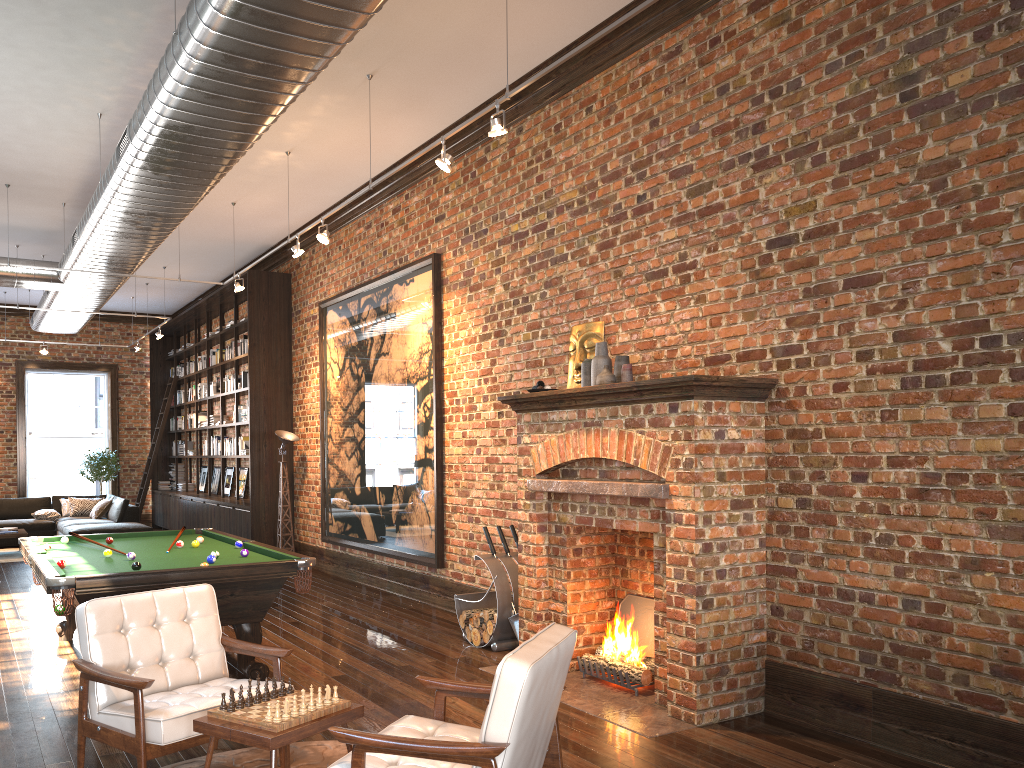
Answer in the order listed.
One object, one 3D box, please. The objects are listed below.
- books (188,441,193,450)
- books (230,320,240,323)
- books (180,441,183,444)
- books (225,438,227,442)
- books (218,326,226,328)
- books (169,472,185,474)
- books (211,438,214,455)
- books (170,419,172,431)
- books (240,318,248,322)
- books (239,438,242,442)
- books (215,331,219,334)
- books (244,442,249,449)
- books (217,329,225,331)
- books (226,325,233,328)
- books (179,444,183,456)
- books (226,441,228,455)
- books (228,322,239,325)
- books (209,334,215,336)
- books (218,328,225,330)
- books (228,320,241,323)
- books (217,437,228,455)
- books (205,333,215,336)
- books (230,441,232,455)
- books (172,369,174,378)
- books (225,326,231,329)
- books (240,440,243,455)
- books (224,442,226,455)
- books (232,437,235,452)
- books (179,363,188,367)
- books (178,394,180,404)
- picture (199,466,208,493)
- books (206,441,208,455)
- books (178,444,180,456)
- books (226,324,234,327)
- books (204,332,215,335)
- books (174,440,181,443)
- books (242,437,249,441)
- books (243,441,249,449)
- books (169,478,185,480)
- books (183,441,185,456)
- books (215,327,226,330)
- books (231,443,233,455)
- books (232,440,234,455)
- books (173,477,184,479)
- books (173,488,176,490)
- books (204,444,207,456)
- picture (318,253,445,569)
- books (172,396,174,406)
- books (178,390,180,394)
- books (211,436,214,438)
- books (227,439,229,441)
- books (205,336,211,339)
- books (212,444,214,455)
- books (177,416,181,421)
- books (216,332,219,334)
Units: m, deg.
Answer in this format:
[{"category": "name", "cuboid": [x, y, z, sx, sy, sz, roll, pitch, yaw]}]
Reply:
[{"category": "books", "cuboid": [-6.377, 1.275, 17.527, 0.129, 0.282, 0.030, 0, 0, -32]}, {"category": "books", "cuboid": [-4.485, -0.996, 14.390, 0.168, 0.015, 0.370, 2, -5, -27]}, {"category": "books", "cuboid": [-6.566, 1.287, 17.794, 0.165, 0.304, 0.013, 0, 0, -32]}, {"category": "books", "cuboid": [-4.752, 1.054, 14.895, 0.131, 0.291, 0.016, 0, 0, -32]}, {"category": "books", "cuboid": [-4.863, -0.954, 14.999, 0.192, 0.009, 0.306, 2, -5, -31]}, {"category": "books", "cuboid": [-6.909, 1.828, 18.285, 0.260, 0.028, 0.316, 2, -5, -32]}, {"category": "books", "cuboid": [-5.221, 1.102, 15.645, 0.170, 0.311, 0.039, 0, 0, -32]}, {"category": "books", "cuboid": [-7.014, 0.859, 18.460, 0.186, 0.261, 0.014, 0, 0, -32]}, {"category": "books", "cuboid": [-4.023, -0.972, 13.590, 0.219, 0.019, 0.329, 2, -5, -29]}, {"category": "books", "cuboid": [-4.238, 0.994, 14.055, 0.175, 0.272, 0.031, 0, 0, -32]}, {"category": "books", "cuboid": [-4.871, -0.879, 14.994, 0.193, 0.030, 0.313, 3, -5, -36]}, {"category": "books", "cuboid": [-4.119, 1.011, 13.889, 0.136, 0.210, 0.036, 0, 0, -32]}, {"category": "books", "cuboid": [-4.860, -0.904, 15.001, 0.171, 0.021, 0.307, 3, -5, -35]}, {"category": "books", "cuboid": [-4.495, -0.931, 14.384, 0.206, 0.008, 0.334, 2, -5, -29]}, {"category": "books", "cuboid": [-6.517, 1.313, 17.682, 0.212, 0.233, 0.019, 0, 0, -32]}, {"category": "books", "cuboid": [-4.651, 1.067, 14.703, 0.167, 0.234, 0.032, 0, 0, -32]}, {"category": "books", "cuboid": [-4.483, -0.971, 14.392, 0.170, 0.034, 0.286, 3, -5, -36]}, {"category": "books", "cuboid": [-5.246, -0.845, 15.621, 0.187, 0.011, 0.380, 2, -5, -31]}, {"category": "books", "cuboid": [-4.858, -0.919, 15.003, 0.180, 0.010, 0.278, 2, -5, -33]}, {"category": "books", "cuboid": [-4.486, -1.012, 14.390, 0.188, 0.017, 0.276, 2, -5, -30]}, {"category": "books", "cuboid": [-4.955, 1.061, 15.183, 0.186, 0.317, 0.015, 0, 0, -32]}, {"category": "books", "cuboid": [-5.259, -0.870, 15.613, 0.199, 0.017, 0.303, 3, -5, -36]}, {"category": "books", "cuboid": [-4.517, 1.047, 14.488, 0.165, 0.238, 0.034, 0, 0, -32]}, {"category": "books", "cuboid": [-6.892, -0.172, 18.242, 0.177, 0.269, 0.029, 0, 0, -32]}, {"category": "books", "cuboid": [-4.501, -0.907, 14.381, 0.227, 0.015, 0.276, 2, -5, -34]}, {"category": "books", "cuboid": [-4.193, 0.999, 13.953, 0.176, 0.246, 0.039, 0, 0, -32]}, {"category": "books", "cuboid": [-4.746, 1.087, 14.870, 0.153, 0.221, 0.034, 0, 0, -32]}, {"category": "books", "cuboid": [-4.468, 1.015, 14.430, 0.152, 0.292, 0.031, 0, 0, -32]}, {"category": "books", "cuboid": [-6.551, -0.250, 17.713, 0.167, 0.338, 0.016, 0, 0, -32]}, {"category": "books", "cuboid": [-6.589, 0.315, 17.774, 0.191, 0.229, 0.034, 0, 0, -32]}, {"category": "picture", "cuboid": [-5.794, 1.788, 16.652, 0.112, 0.498, 0.508, -1, -2, -32]}, {"category": "books", "cuboid": [-5.358, 1.143, 15.833, 0.189, 0.260, 0.027, 0, 0, -32]}, {"category": "books", "cuboid": [-6.669, 1.329, 17.950, 0.188, 0.244, 0.026, 0, 0, -32]}, {"category": "books", "cuboid": [-4.498, -0.945, 14.383, 0.216, 0.020, 0.235, 2, -5, -35]}, {"category": "books", "cuboid": [-5.262, -0.886, 15.611, 0.215, 0.015, 0.320, 2, -5, -35]}, {"category": "books", "cuboid": [-6.904, 1.326, 18.364, 0.157, 0.319, 0.013, 0, 0, -32]}, {"category": "books", "cuboid": [-4.152, 0.978, 13.935, 0.159, 0.285, 0.014, 0, 0, -32]}, {"category": "books", "cuboid": [-4.139, 1.004, 13.916, 0.141, 0.229, 0.032, 0, 0, -32]}, {"category": "books", "cuboid": [-6.906, 1.957, 18.292, 0.250, 0.020, 0.318, 2, -5, -32]}, {"category": "books", "cuboid": [-6.470, 1.286, 17.680, 0.159, 0.285, 0.014, 0, 0, -32]}, {"category": "books", "cuboid": [-4.874, -0.933, 14.993, 0.205, 0.017, 0.360, 2, -5, -35]}, {"category": "books", "cuboid": [-4.494, 1.064, 14.448, 0.165, 0.196, 0.027, 0, 0, -32]}, {"category": "books", "cuboid": [-4.411, 1.029, 14.319, 0.191, 0.245, 0.031, 0, 0, -32]}, {"category": "books", "cuboid": [-6.889, 1.931, 18.303, 0.183, 0.034, 0.271, 2, -5, -26]}, {"category": "books", "cuboid": [-6.887, 2.157, 18.305, 0.198, 0.035, 0.218, 2, -5, -28]}, {"category": "books", "cuboid": [-5.498, 1.194, 16.086, 0.178, 0.205, 0.068, 0, -1, -32]}, {"category": "picture", "cuboid": [-1.537, 0.371, 9.799, 0.080, 3.000, 3.206, -1, -2, -32]}, {"category": "books", "cuboid": [-6.943, 0.330, 18.359, 0.176, 0.296, 0.041, 0, 0, -32]}, {"category": "books", "cuboid": [-6.616, 0.282, 17.828, 0.189, 0.303, 0.014, 0, 0, -32]}, {"category": "books", "cuboid": [-5.235, 1.091, 15.666, 0.144, 0.337, 0.013, 0, 0, -32]}, {"category": "books", "cuboid": [-4.654, 1.048, 14.727, 0.146, 0.275, 0.013, 0, 0, -32]}, {"category": "books", "cuboid": [-5.259, -0.817, 15.613, 0.219, 0.016, 0.367, 2, -5, -31]}, {"category": "books", "cuboid": [-5.178, 1.147, 15.553, 0.175, 0.206, 0.031, 0, 0, -32]}, {"category": "books", "cuboid": [-6.755, 0.809, 18.080, 0.179, 0.299, 0.015, 0, 0, -32]}, {"category": "books", "cuboid": [-4.873, -0.857, 14.993, 0.213, 0.014, 0.282, 2, -5, -30]}]
